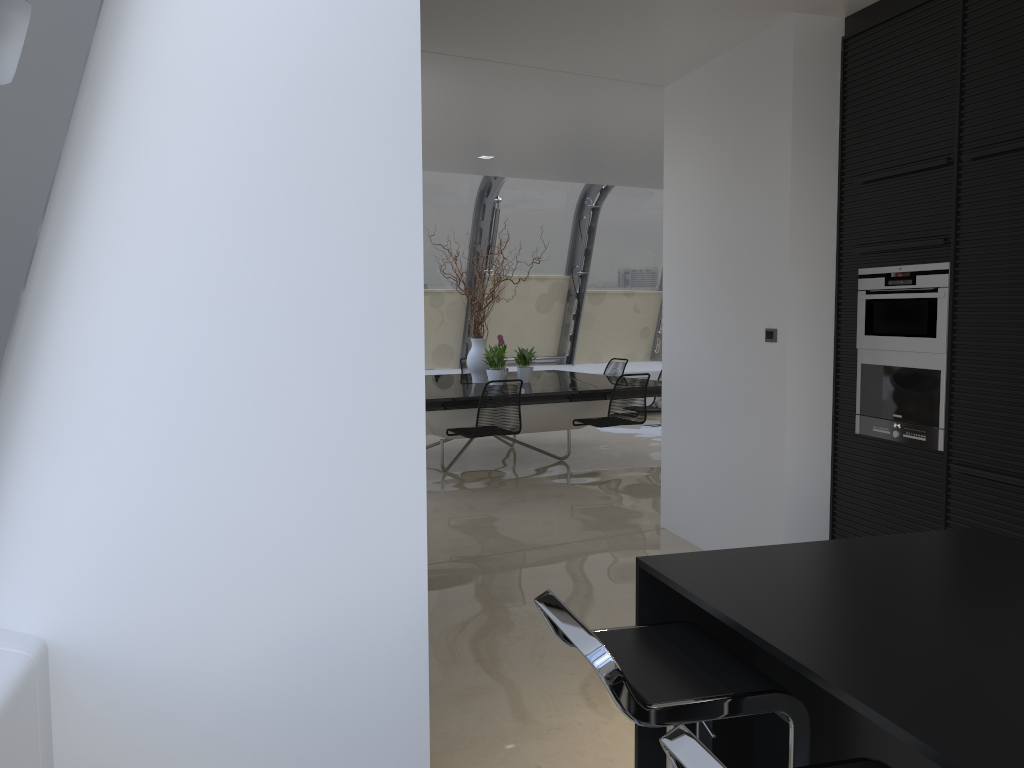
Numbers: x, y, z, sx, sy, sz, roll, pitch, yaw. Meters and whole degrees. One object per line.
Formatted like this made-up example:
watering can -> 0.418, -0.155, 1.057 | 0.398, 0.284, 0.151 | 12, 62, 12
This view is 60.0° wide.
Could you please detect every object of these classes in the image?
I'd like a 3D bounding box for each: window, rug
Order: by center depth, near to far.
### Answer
window -> 4.524, -0.486, 5.866 | 16.171, 3.674, 16.693 | -2, 5, -23
rug -> 2.899, 0.605, 10.206 | 2.705, 0.008, 3.220 | -3, 5, -29

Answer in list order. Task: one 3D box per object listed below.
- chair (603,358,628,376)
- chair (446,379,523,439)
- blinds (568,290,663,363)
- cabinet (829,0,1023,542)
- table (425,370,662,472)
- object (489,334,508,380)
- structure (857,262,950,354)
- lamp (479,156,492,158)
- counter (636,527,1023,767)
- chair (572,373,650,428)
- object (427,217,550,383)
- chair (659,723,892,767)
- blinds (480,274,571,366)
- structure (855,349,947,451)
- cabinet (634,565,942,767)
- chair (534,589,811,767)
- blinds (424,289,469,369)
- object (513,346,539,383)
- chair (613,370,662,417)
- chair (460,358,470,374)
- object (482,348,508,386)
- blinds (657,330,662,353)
chair -> 0.944, -0.019, 9.969 | 0.688, 0.519, 0.446 | -3, 5, -29
chair -> -0.209, 0.201, 7.338 | 0.446, 0.519, 0.688 | -3, 5, -29
blinds -> 1.455, -0.789, 12.434 | 1.430, 1.027, 0.329 | -3, 5, -29
cabinet -> 2.742, -0.188, 2.161 | 0.831, 2.901, 5.157 | -2, 5, -16
table -> -0.213, 0.360, 8.797 | 3.031, 0.759, 2.494 | -3, 5, -29
object -> -0.157, -0.267, 8.927 | 0.238, 0.476, 0.417 | 0, 5, -1
structure -> 1.778, -0.346, 4.061 | 0.061, 0.388, 0.592 | -2, 5, -16
lamp -> 6.319, -2.015, 6.471 | 9.928, 0.004, 9.775 | -3, 5, -28
counter -> 1.308, 0.563, 0.479 | 1.006, 0.018, 3.800 | -2, 5, -16
chair -> 0.909, 0.145, 7.952 | 0.446, 0.519, 0.688 | -3, 5, -29
object -> -0.171, -0.777, 8.527 | 1.135, 1.549, 1.031 | -4, 6, -37
chair -> 0.481, 0.926, 1.216 | 0.460, 0.857, 0.418 | -2, 5, -15
blinds -> 0.122, -0.813, 11.662 | 1.376, 1.214, 0.387 | -3, 5, -29
structure -> 1.784, 0.057, 4.095 | 0.023, 0.420, 0.592 | -2, 5, -15
cabinet -> 1.310, 0.989, 0.514 | 1.007, 0.838, 3.800 | -2, 5, -16
chair -> 0.313, 0.875, 1.843 | 0.460, 0.857, 0.418 | -2, 5, -15
blinds -> -1.241, -0.654, 10.952 | 1.430, 1.027, 0.329 | -3, 5, -29
object -> 0.125, -0.199, 8.697 | 0.284, 0.369, 0.215 | 0, 5, 4
chair -> 1.426, 0.049, 9.098 | 0.688, 0.519, 0.446 | -3, 5, -29
chair -> -0.307, -0.028, 10.149 | 0.446, 0.519, 0.688 | -3, 5, -29
object -> -0.154, -0.166, 8.308 | 0.284, 0.369, 0.215 | 0, 5, 9
blinds -> 2.803, -0.856, 13.175 | 1.430, 1.027, 0.329 | -3, 5, -29
